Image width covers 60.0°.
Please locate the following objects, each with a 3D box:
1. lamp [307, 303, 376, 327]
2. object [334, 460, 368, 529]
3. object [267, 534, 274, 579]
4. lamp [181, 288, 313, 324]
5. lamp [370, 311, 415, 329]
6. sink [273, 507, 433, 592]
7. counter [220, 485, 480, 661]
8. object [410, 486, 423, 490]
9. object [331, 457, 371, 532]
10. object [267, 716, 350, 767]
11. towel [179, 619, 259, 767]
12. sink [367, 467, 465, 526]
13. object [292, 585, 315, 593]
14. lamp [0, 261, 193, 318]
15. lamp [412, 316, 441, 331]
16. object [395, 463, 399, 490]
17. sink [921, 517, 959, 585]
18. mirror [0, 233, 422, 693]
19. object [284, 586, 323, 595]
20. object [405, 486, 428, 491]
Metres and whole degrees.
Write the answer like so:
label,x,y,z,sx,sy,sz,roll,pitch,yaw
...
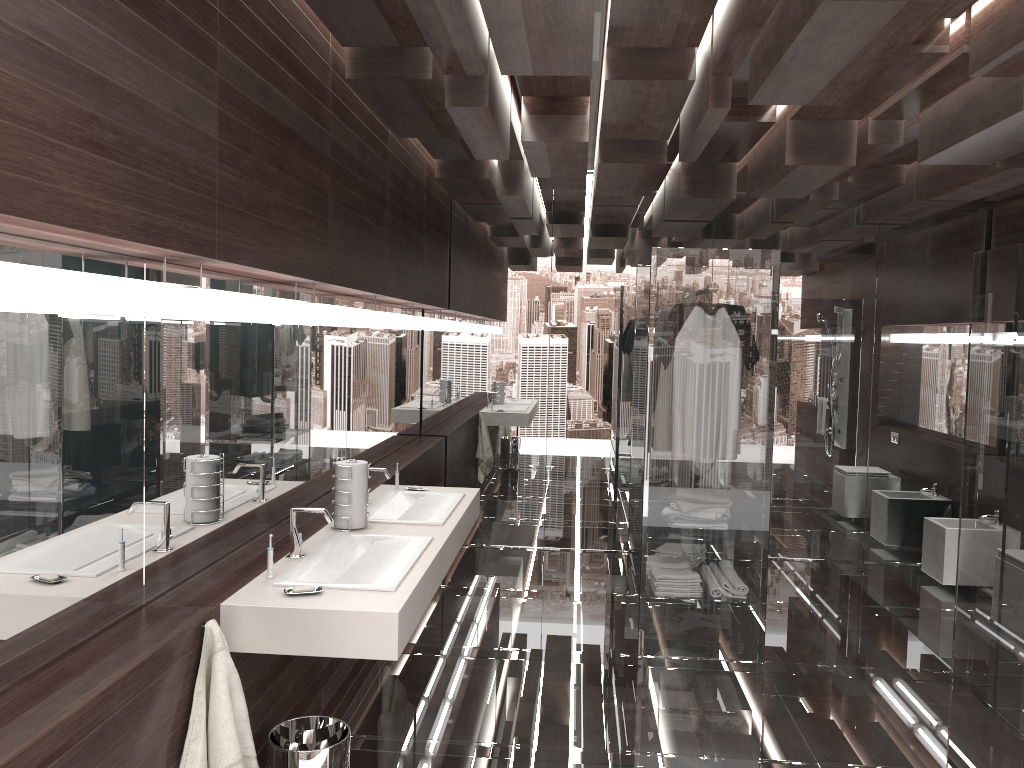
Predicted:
label,x,y,z,sx,sy,sz,roll,pitch,yaw
lamp,-0.737,-0.292,3.836,0.082,0.082,0.950,2,3,4
object,-0.609,0.417,3.357,0.124,0.246,0.128,1,3,-14
object,-0.722,0.515,2.653,0.022,0.132,0.022,1,3,-14
lamp,-0.815,-0.238,2.812,0.082,0.082,0.950,2,3,4
lamp,-0.659,-0.346,4.869,0.082,0.082,0.950,2,3,4
sink,-0.523,0.507,2.898,0.427,0.193,0.681,2,3,4
counter,-0.472,0.615,3.351,0.488,0.131,1.954,2,3,4
object,-0.454,0.492,4.198,0.066,0.016,0.035,3,3,24
object,-0.614,0.415,3.362,0.145,0.261,0.136,-1,4,-42
object,-0.603,1.208,2.628,0.237,0.358,0.237,4,4,36
towel,-0.720,0.954,2.286,0.156,0.678,0.368,2,3,4
sink,-0.455,0.460,3.793,0.427,0.193,0.681,2,3,4
object,-0.589,0.580,2.507,0.066,0.016,0.035,0,3,-19
lamp,-0.892,-0.185,1.797,0.082,0.082,0.950,2,3,4
lamp,-0.583,-0.399,5.874,0.082,0.082,0.950,2,3,4
object,-0.540,0.437,4.173,0.022,0.132,0.022,4,4,41
sink,2.953,1.030,5.706,0.469,0.456,0.357,2,3,4
mirror,1.196,0.111,3.714,4.126,0.916,5.081,2,3,4
object,-0.590,0.587,2.508,0.108,0.011,0.065,0,3,-17
object,-0.454,0.498,4.199,0.108,0.011,0.065,3,3,25
